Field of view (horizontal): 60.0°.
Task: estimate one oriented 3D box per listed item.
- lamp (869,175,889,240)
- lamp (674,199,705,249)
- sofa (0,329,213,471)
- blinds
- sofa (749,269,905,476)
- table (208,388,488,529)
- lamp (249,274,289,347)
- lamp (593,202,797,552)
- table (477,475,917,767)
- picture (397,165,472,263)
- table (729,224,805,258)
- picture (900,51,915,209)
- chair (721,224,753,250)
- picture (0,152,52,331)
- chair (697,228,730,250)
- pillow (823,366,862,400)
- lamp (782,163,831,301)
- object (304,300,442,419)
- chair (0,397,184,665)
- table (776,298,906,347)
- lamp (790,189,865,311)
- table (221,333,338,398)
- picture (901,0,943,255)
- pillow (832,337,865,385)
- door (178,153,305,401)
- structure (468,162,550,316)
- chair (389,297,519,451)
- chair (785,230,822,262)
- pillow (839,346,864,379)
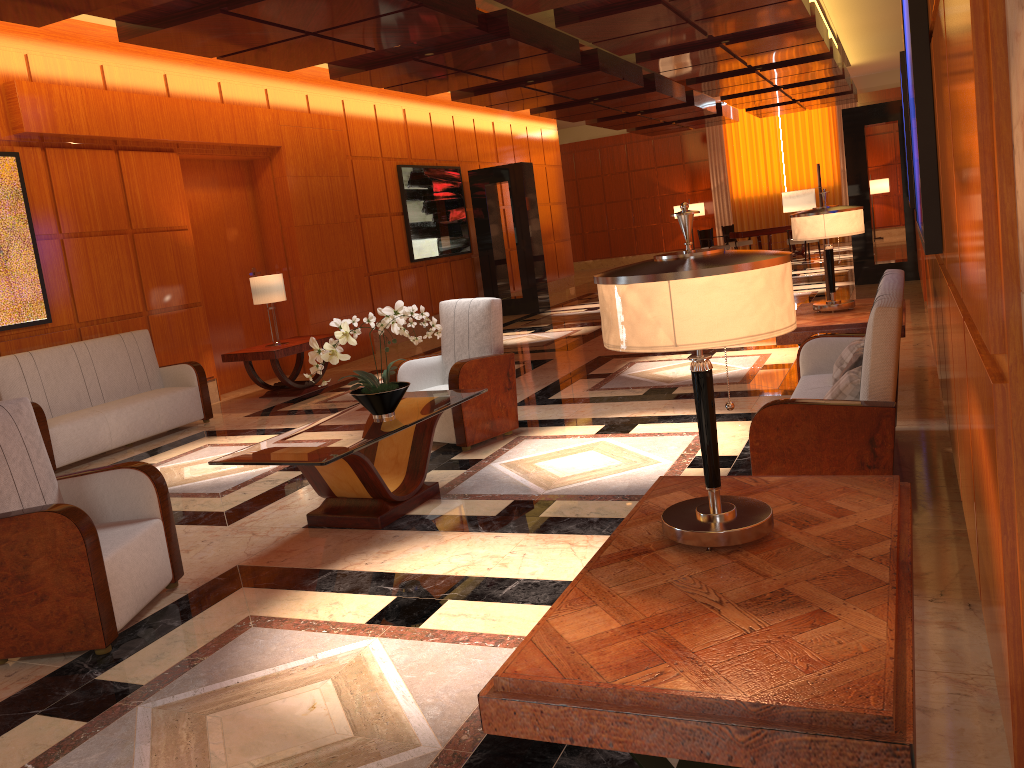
[{"bbox_3d":[9.146,-4.469,22.444,0.813,1.652,0.812,-11,9,-25],"label":"lamp"},{"bbox_3d":[4.924,-4.251,24.356,0.813,1.652,0.812,-11,9,-25],"label":"lamp"},{"bbox_3d":[-3.477,0.089,7.557,0.612,0.927,1.811,-4,10,25],"label":"sofa"},{"bbox_3d":[7.263,-5.679,23.753,3.849,4.043,0.150,-3,8,24],"label":"blinds"},{"bbox_3d":[1.588,-0.003,4.281,0.612,0.927,1.811,-4,10,25],"label":"sofa"},{"bbox_3d":[-0.775,0.444,4.828,0.722,0.493,1.570,-3,11,27],"label":"table"},{"bbox_3d":[-0.679,0.030,3.262,0.335,0.730,13.049,-10,10,-16],"label":"lamp"},{"bbox_3d":[0.453,-0.028,2.122,0.458,0.806,0.461,-2,10,33],"label":"lamp"},{"bbox_3d":[0.553,0.688,2.064,0.725,0.603,1.278,-3,10,25],"label":"table"},{"bbox_3d":[-1.195,-2.738,14.103,0.056,1.444,2.010,-4,10,24],"label":"picture"},{"bbox_3d":[6.016,-3.153,19.790,2.108,0.737,0.787,-8,9,-4],"label":"table"},{"bbox_3d":[4.112,-2.583,9.208,0.056,1.444,2.010,-4,10,24],"label":"picture"},{"bbox_3d":[5.362,-3.377,21.213,0.587,0.889,0.577,-14,10,-37],"label":"chair"},{"bbox_3d":[-4.472,-1.031,6.651,0.056,1.444,2.010,-4,10,24],"label":"picture"},{"bbox_3d":[4.588,-3.110,20.247,0.586,0.889,0.577,-12,9,-27],"label":"chair"},{"bbox_3d":[1.446,0.060,3.878,0.202,0.228,0.275,-3,10,27],"label":"pillow"},{"bbox_3d":[2.909,-1.257,8.478,0.526,1.652,0.362,-5,8,15],"label":"lamp"},{"bbox_3d":[-0.748,-0.128,4.839,0.788,0.614,0.420,-7,8,2],"label":"object"},{"bbox_3d":[-1.874,0.538,3.669,0.628,0.956,0.742,-7,8,4],"label":"chair"},{"bbox_3d":[2.227,-0.184,5.872,0.725,0.603,1.278,-3,10,25],"label":"table"},{"bbox_3d":[2.100,-0.895,5.869,0.459,0.789,0.460,-9,8,-13],"label":"lamp"},{"bbox_3d":[-2.378,-0.175,9.487,0.724,0.531,1.175,-3,10,27],"label":"table"},{"bbox_3d":[1.787,-1.372,3.922,0.056,1.444,2.010,-4,10,24],"label":"picture"},{"bbox_3d":[1.801,-0.128,4.670,0.195,0.226,0.346,-3,10,29],"label":"pillow"},{"bbox_3d":[-3.175,-1.259,10.140,0.340,2.637,1.509,-4,9,24],"label":"door"},{"bbox_3d":[-0.041,-2.435,15.067,0.984,2.485,0.503,-4,8,24],"label":"structure"},{"bbox_3d":[-0.420,-0.093,6.236,0.738,0.956,0.632,0,11,43],"label":"chair"},{"bbox_3d":[6.228,-3.072,18.792,0.586,0.889,0.578,-11,9,-22],"label":"chair"},{"bbox_3d":[1.653,-0.048,4.265,0.160,0.251,0.360,-4,9,21],"label":"pillow"}]
